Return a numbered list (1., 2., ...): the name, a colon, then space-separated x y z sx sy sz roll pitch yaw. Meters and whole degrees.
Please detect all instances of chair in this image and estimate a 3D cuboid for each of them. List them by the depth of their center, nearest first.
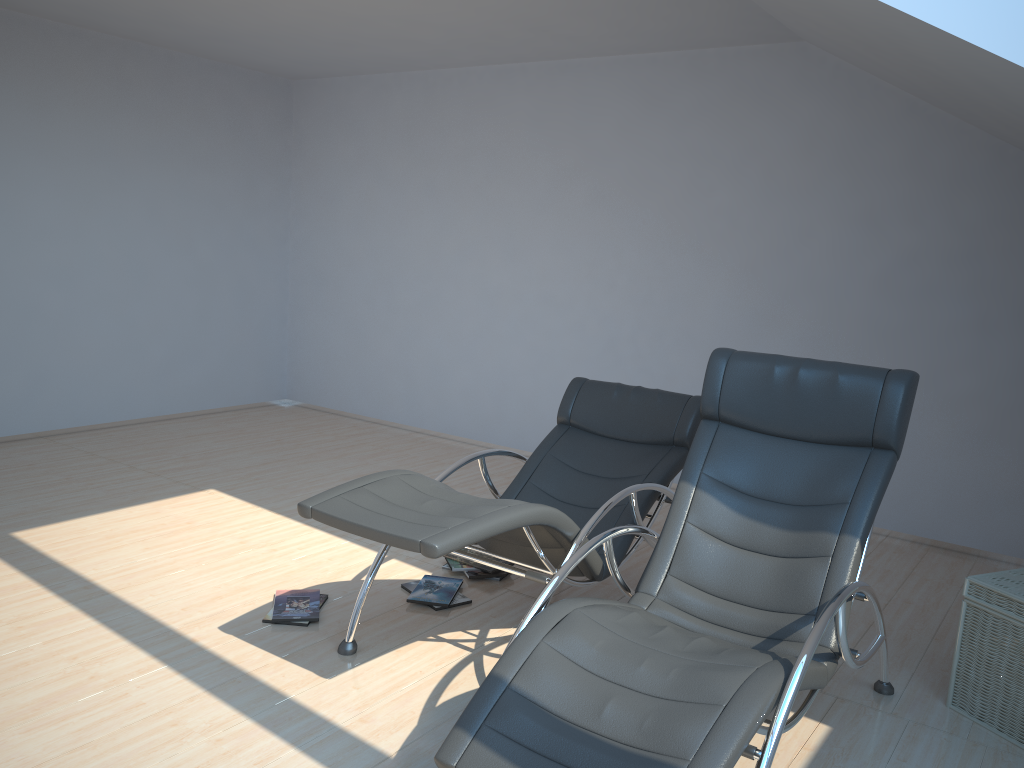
1. chair: 0.621 0.589 2.753 0.836 1.251 1.938 10 11 34
2. chair: 0.104 0.556 3.733 0.836 0.953 2.114 10 11 34

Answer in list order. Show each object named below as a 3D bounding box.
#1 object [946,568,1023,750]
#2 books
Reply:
1. object: 2.122 1.007 3.100 0.744 0.518 0.745 -1 10 -26
2. books: -0.577 1.120 2.203 1.045 0.222 4.790 4 9 1
